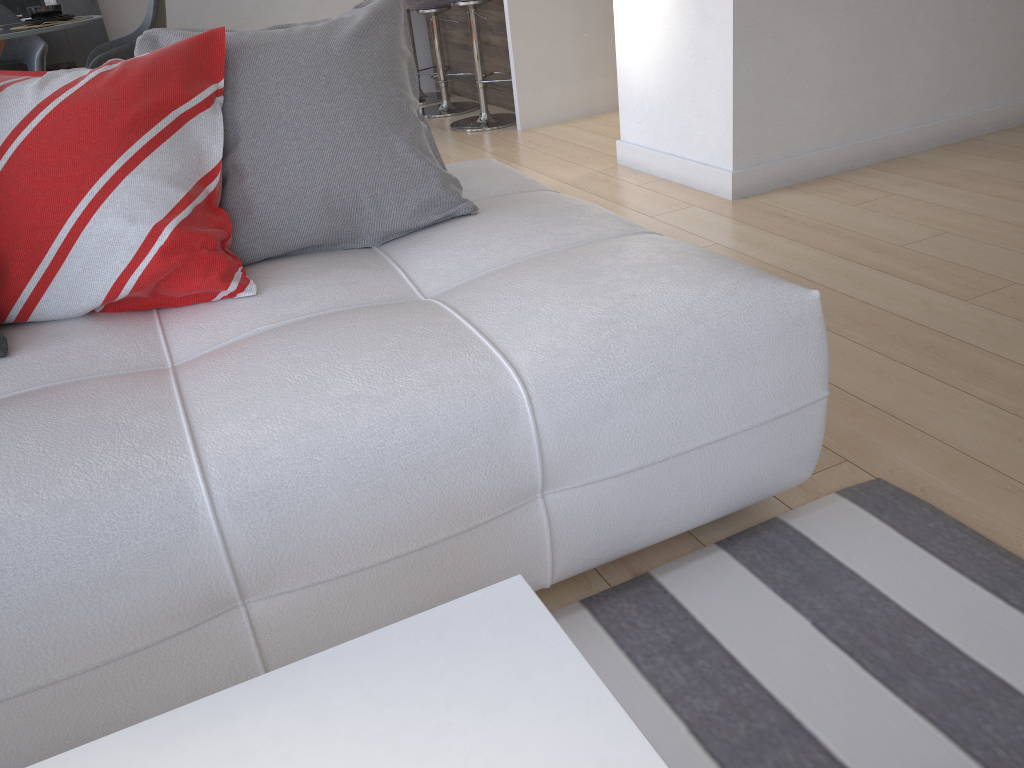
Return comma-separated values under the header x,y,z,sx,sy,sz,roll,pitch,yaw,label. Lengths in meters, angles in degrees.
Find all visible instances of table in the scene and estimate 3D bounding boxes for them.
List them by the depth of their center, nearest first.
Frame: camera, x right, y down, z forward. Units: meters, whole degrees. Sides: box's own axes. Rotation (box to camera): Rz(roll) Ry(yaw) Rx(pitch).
x,y,z,sx,sy,sz,roll,pitch,yaw,label
-0.233,0.710,0.221,1.091,0.435,1.091,-17,29,-19,table
-2.647,-1.258,4.281,1.499,0.764,1.499,-23,31,-28,table

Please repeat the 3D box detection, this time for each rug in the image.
x,y,z,sx,sy,sz,roll,pitch,yaw,label
-0.049,0.794,0.499,2.326,0.016,1.662,-17,29,-19,rug

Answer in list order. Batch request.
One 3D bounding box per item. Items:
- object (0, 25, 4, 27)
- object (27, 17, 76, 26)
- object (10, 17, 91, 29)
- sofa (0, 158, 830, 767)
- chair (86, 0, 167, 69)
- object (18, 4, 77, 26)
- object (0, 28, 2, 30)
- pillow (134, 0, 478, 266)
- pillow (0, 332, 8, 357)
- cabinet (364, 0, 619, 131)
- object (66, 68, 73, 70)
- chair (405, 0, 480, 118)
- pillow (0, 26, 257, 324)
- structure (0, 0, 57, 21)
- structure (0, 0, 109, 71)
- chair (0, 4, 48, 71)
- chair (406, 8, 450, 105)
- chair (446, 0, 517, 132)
x,y,z,sx,sy,sz,roll,pitch,yaw,label
-2.805,-1.814,4.558,0.360,0.002,0.360,16,35,38,object
-2.194,-1.724,4.216,0.206,0.015,0.309,-15,28,-15,object
-2.190,-1.715,4.214,0.360,0.002,0.360,16,35,38,object
-1.025,0.397,0.723,3.424,0.732,2.614,-17,29,-19,sofa
-1.951,-1.501,4.459,0.619,0.891,0.655,-17,28,-18,chair
-2.202,-1.747,4.194,0.258,0.074,0.258,-29,34,-36,object
-2.485,-1.790,4.192,0.083,0.220,0.083,-4,27,6,object
-1.254,-0.029,1.005,2.953,0.453,0.647,-24,32,-30,pillow
-1.770,-0.027,1.137,2.120,0.436,0.608,-20,30,-23,pillow
0.681,-3.027,5.016,2.402,2.501,4.694,-17,29,-19,cabinet
-3.455,-1.965,6.021,1.005,0.195,0.363,-18,29,-20,object
-0.433,-1.998,5.168,0.475,0.787,0.434,8,31,28,chair
-1.476,-0.099,1.262,2.250,0.449,0.575,-19,29,-21,pillow
-3.512,-2.571,5.664,1.010,0.651,0.295,-17,29,-19,structure
-3.681,-4.411,4.544,1.500,6.351,0.722,-17,29,-19,structure
-2.866,-1.625,4.924,0.655,0.891,0.619,-14,28,-13,chair
-0.647,-2.208,5.630,0.434,0.787,0.475,-9,27,-3,chair
-0.187,-1.797,4.661,0.434,0.838,0.475,-18,29,-21,chair
